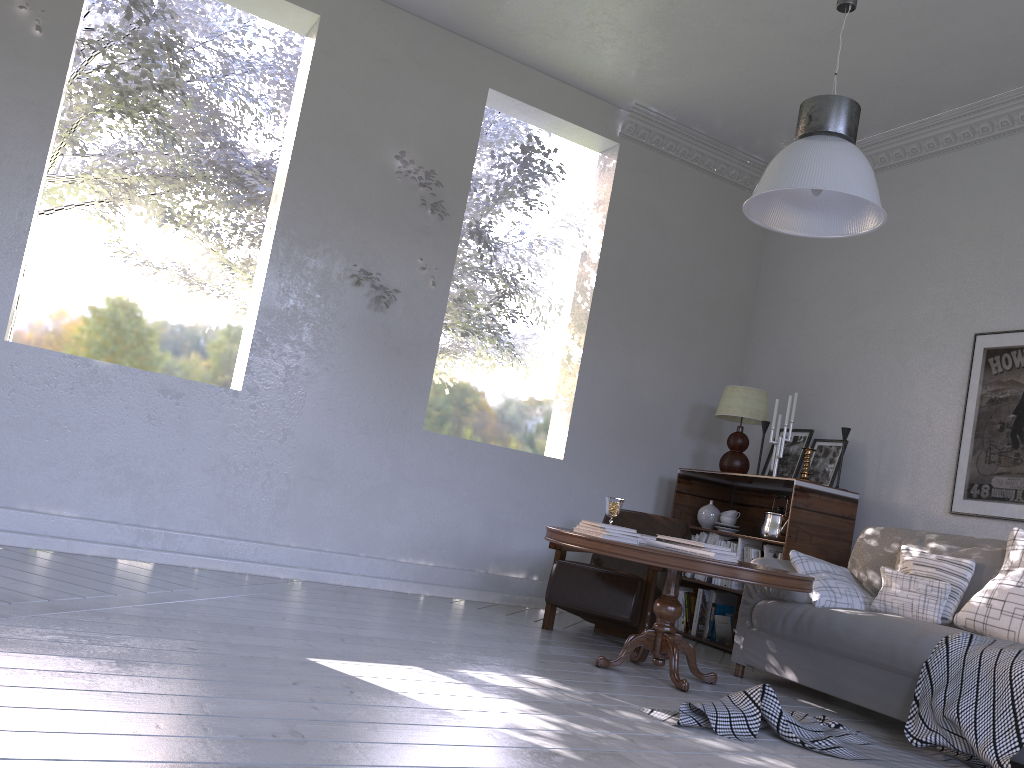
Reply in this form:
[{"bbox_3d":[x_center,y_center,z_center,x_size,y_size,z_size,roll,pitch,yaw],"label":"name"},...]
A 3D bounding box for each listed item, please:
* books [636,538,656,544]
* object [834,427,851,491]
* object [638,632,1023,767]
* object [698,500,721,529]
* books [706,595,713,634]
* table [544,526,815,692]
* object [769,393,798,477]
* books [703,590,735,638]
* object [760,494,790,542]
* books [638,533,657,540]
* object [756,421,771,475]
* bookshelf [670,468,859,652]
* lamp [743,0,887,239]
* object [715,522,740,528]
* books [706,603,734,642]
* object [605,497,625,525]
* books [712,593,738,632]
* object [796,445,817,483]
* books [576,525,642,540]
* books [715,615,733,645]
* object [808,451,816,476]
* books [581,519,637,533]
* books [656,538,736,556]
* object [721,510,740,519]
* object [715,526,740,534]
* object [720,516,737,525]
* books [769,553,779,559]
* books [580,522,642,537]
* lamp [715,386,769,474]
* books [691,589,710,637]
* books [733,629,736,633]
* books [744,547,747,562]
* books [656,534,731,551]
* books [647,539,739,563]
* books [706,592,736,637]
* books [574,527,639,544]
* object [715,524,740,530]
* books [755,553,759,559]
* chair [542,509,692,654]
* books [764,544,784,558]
[{"bbox_3d":[0.494,0.583,3.303,0.147,0.018,0.231,11,-7,-6],"label":"books"},{"bbox_3d":[1.504,0.343,4.042,0.095,0.288,0.095,11,-5,-5],"label":"object"},{"bbox_3d":[1.113,0.865,2.499,1.499,0.393,0.498,10,-6,2],"label":"object"},{"bbox_3d":[1.000,0.662,4.485,0.112,0.147,0.122,14,-7,-30],"label":"object"},{"bbox_3d":[1.002,1.127,4.248,0.140,0.217,0.017,13,-6,-28],"label":"books"},{"bbox_3d":[0.526,0.790,3.071,0.947,0.430,0.743,6,-8,32],"label":"table"},{"bbox_3d":[1.257,0.240,4.141,0.100,0.422,0.102,5,-7,46],"label":"object"},{"bbox_3d":[0.997,1.118,4.266,0.145,0.235,0.022,13,-6,-28],"label":"books"},{"bbox_3d":[1.241,0.618,4.058,0.144,0.222,0.190,15,-7,-37],"label":"object"},{"bbox_3d":[0.488,0.567,3.303,0.136,0.011,0.214,13,-8,-21],"label":"books"},{"bbox_3d":[1.214,0.324,4.315,0.095,0.288,0.095,11,-5,-5],"label":"object"},{"bbox_3d":[1.138,0.852,4.229,0.403,0.797,0.798,13,-7,-27],"label":"bookshelf"},{"bbox_3d":[0.826,-0.718,2.298,0.355,0.581,0.356,11,-5,0],"label":"lamp"},{"bbox_3d":[1.058,0.699,4.354,0.122,0.024,0.121,13,-8,-23],"label":"object"},{"bbox_3d":[0.980,1.132,4.177,0.113,0.184,0.033,13,-6,-28],"label":"books"},{"bbox_3d":[0.387,0.516,3.436,0.077,0.148,0.076,14,-6,-32],"label":"object"},{"bbox_3d":[0.999,1.117,4.214,0.147,0.229,0.013,13,-6,-28],"label":"books"},{"bbox_3d":[1.328,0.361,3.993,0.096,0.171,0.096,11,-5,-9],"label":"object"},{"bbox_3d":[0.330,0.510,3.046,0.137,0.010,0.214,14,-8,-26],"label":"books"},{"bbox_3d":[0.986,1.149,4.129,0.086,0.130,0.058,13,-6,-28],"label":"books"},{"bbox_3d":[1.362,0.378,4.080,0.061,0.171,0.062,6,-7,39],"label":"object"},{"bbox_3d":[0.328,0.488,3.041,0.136,0.011,0.216,12,-7,-11],"label":"books"},{"bbox_3d":[0.618,0.548,2.983,0.136,0.010,0.240,16,-9,-36],"label":"books"},{"bbox_3d":[1.067,0.651,4.356,0.078,0.067,0.083,12,-6,-13],"label":"object"},{"bbox_3d":[1.056,0.718,4.350,0.120,0.021,0.122,8,-8,22],"label":"object"},{"bbox_3d":[1.061,0.679,4.354,0.079,0.049,0.083,6,-8,35],"label":"object"},{"bbox_3d":[1.188,0.855,3.925,0.115,0.198,0.061,13,-6,-28],"label":"books"},{"bbox_3d":[0.336,0.502,3.057,0.135,0.010,0.241,13,-7,-16],"label":"books"},{"bbox_3d":[1.148,0.249,4.474,0.266,0.445,0.270,6,-7,37],"label":"lamp"},{"bbox_3d":[0.947,1.113,4.276,0.141,0.231,0.042,13,-6,-28],"label":"books"},{"bbox_3d":[1.130,1.144,3.989,0.162,0.014,0.256,12,-7,-12],"label":"books"},{"bbox_3d":[1.114,0.856,4.042,0.131,0.202,0.064,13,-6,-28],"label":"books"},{"bbox_3d":[0.608,0.534,2.978,0.137,0.010,0.214,16,-9,-36],"label":"books"},{"bbox_3d":[0.608,0.563,2.987,0.150,0.021,0.278,17,-9,-41],"label":"books"},{"bbox_3d":[1.000,1.118,4.230,0.147,0.229,0.013,13,-6,-28],"label":"books"},{"bbox_3d":[0.319,0.521,3.047,0.142,0.015,0.222,13,-8,-21],"label":"books"},{"bbox_3d":[1.057,0.709,4.350,0.120,0.021,0.122,8,-8,22],"label":"object"},{"bbox_3d":[1.143,0.864,3.987,0.121,0.184,0.060,13,-6,-28],"label":"books"},{"bbox_3d":[0.468,0.813,3.798,0.495,0.552,0.709,7,-7,27],"label":"chair"},{"bbox_3d":[1.175,0.839,3.939,0.127,0.232,0.078,13,-6,-28],"label":"books"}]
